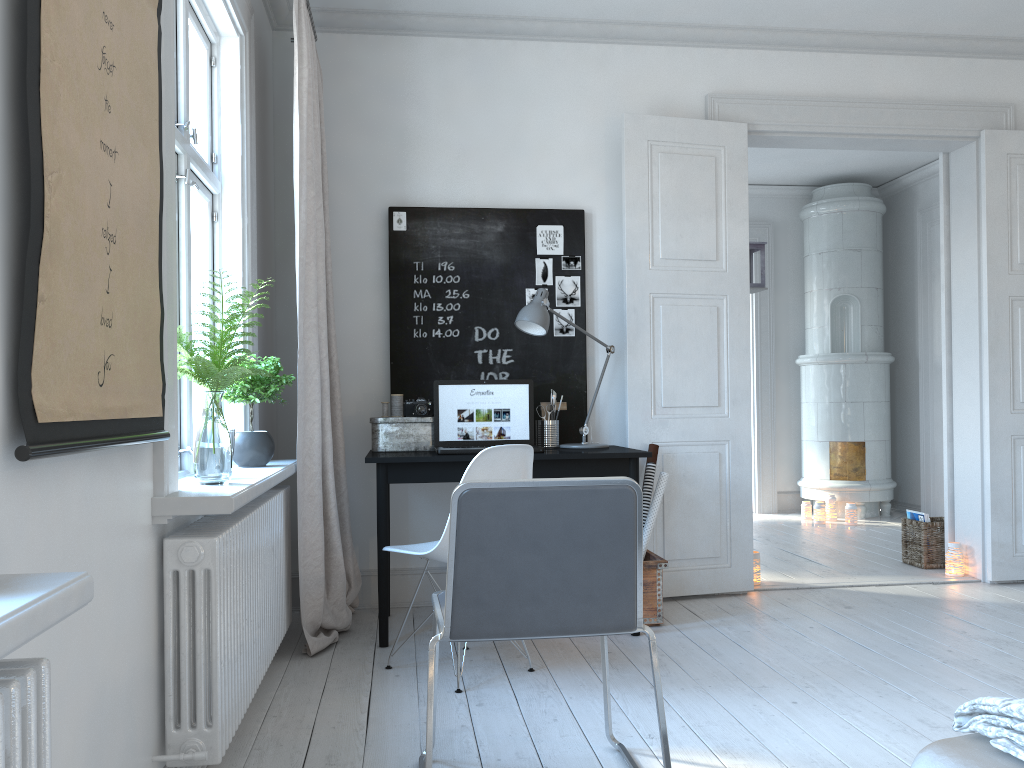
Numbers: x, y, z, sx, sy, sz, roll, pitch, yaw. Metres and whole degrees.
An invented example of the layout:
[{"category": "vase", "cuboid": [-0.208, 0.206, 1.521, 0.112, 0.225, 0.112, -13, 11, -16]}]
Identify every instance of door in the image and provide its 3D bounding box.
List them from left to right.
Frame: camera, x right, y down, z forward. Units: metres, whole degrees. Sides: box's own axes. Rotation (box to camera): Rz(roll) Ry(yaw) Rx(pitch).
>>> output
[{"category": "door", "cuboid": [1.419, -0.128, 7.668, 2.598, 2.505, 0.577, -1, 0, -7]}, {"category": "door", "cuboid": [1.796, -0.204, 4.677, 2.598, 2.505, 0.577, -1, 0, -7]}, {"category": "door", "cuboid": [3.549, -0.185, 6.415, 0.306, 2.505, 1.599, -1, -1, -7]}]

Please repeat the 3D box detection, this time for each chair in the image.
[{"category": "chair", "cuboid": [-0.176, 0.624, 3.209, 0.474, 0.824, 0.554, 0, -1, -42]}, {"category": "chair", "cuboid": [0.052, 0.610, 2.179, 0.562, 0.797, 0.525, -1, -1, -7]}]

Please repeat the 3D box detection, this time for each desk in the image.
[{"category": "desk", "cuboid": [-0.038, 0.671, 3.871, 1.159, 0.759, 0.651, -1, -1, -7]}]

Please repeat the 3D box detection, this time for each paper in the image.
[{"category": "paper", "cuboid": [0.585, 0.696, 4.039, 0.043, 0.669, 0.266, -1, -1, 38]}, {"category": "paper", "cuboid": [0.602, 0.655, 4.112, 0.048, 0.747, 0.297, -1, -1, 38]}, {"category": "paper", "cuboid": [0.593, 0.712, 3.980, 0.283, 0.626, 0.041, 0, 0, -29]}]

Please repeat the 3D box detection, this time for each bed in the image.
[{"category": "bed", "cuboid": [1.412, 0.422, 0.255, 1.888, 1.046, 2.177, -1, -1, -7]}]

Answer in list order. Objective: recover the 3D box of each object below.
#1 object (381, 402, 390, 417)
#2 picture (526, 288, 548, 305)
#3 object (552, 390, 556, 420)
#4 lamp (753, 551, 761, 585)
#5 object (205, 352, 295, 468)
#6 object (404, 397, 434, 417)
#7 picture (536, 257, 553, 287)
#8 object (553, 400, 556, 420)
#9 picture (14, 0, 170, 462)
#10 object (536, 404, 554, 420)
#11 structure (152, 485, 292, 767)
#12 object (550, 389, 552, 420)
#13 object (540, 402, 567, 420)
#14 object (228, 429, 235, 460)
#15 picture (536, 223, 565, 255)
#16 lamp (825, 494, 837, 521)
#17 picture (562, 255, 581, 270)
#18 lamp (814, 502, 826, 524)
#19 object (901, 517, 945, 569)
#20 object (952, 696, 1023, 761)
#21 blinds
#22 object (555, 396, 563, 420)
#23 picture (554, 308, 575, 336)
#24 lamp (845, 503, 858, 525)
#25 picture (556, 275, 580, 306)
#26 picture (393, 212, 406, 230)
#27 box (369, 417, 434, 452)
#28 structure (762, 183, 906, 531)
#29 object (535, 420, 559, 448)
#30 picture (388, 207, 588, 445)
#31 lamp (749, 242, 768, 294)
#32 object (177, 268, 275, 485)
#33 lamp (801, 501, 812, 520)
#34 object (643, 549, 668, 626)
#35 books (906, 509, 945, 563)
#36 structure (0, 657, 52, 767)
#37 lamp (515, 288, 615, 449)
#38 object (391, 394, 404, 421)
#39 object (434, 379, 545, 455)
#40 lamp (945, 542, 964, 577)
[{"category": "object", "cuboid": [-0.575, 0.116, 4.023, 0.040, 0.069, 0.040, -1, -1, -19]}, {"category": "picture", "cuboid": [0.121, -0.392, 4.296, 0.107, 0.150, 0.001, -1, 0, -7]}, {"category": "object", "cuboid": [0.186, 0.161, 4.108, 0.012, 0.264, 0.062, -1, 0, 35]}, {"category": "lamp", "cuboid": [1.246, 0.957, 4.612, 0.089, 0.166, 0.089, -1, -1, -15]}, {"category": "object", "cuboid": [-0.930, 0.089, 3.131, 0.272, 0.407, 0.309, -1, -1, 43]}, {"category": "object", "cuboid": [-0.410, 0.102, 3.910, 0.137, 0.087, 0.073, -1, -1, -7]}, {"category": "picture", "cuboid": [0.156, -0.544, 4.302, 0.083, 0.146, 0.002, -1, 0, -7]}, {"category": "object", "cuboid": [0.191, 0.183, 4.099, 0.009, 0.222, 0.082, -1, 0, 22]}, {"category": "picture", "cuboid": [-0.776, -0.533, 1.689, 0.057, 1.313, 0.793, -1, -1, -7]}, {"category": "object", "cuboid": [0.151, 0.192, 4.099, 0.081, 0.198, 0.050, -1, 0, 18]}, {"category": "structure", "cuboid": [-0.884, 0.657, 2.807, 0.195, 0.547, 1.506, -1, -1, -7]}, {"category": "object", "cuboid": [0.182, 0.158, 4.107, 0.008, 0.267, 0.060, -1, 0, 9]}, {"category": "object", "cuboid": [0.202, 0.189, 4.149, 0.138, 0.209, 0.034, 0, 0, -27]}, {"category": "object", "cuboid": [-0.862, 0.206, 2.598, 0.097, 0.146, 0.097, -1, -1, -2]}, {"category": "picture", "cuboid": [0.187, -0.705, 4.307, 0.147, 0.154, 0.004, -1, 0, -7]}, {"category": "lamp", "cuboid": [2.546, 0.988, 7.083, 0.098, 0.210, 0.098, -1, 0, -3]}, {"category": "picture", "cuboid": [0.290, -0.592, 4.320, 0.095, 0.071, 0.001, -1, 0, -7]}, {"category": "lamp", "cuboid": [2.406, 1.008, 6.931, 0.089, 0.166, 0.089, -1, -1, -6]}, {"category": "object", "cuboid": [2.446, 0.917, 5.142, 0.270, 0.265, 0.224, -1, -1, -7]}, {"category": "object", "cuboid": [1.314, 0.405, 1.093, 1.460, 0.104, 0.405, -1, -1, -7]}, {"category": "blinds", "cuboid": [-0.771, -0.270, 3.722, 0.225, 2.647, 0.831, -1, 0, -7]}, {"category": "object", "cuboid": [0.203, 0.173, 4.095, 0.084, 0.240, 0.009, 0, 0, -30]}, {"category": "picture", "cuboid": [0.254, -0.301, 4.312, 0.103, 0.136, 0.001, -1, 0, -7]}, {"category": "lamp", "cuboid": [2.619, 1.003, 6.843, 0.089, 0.166, 0.089, -1, -1, -8]}, {"category": "picture", "cuboid": [0.273, -0.454, 4.315, 0.121, 0.153, 0.002, -1, 0, -7]}, {"category": "picture", "cuboid": [-0.534, -0.775, 4.218, 0.061, 0.088, 0.004, -1, 0, -10]}, {"category": "box", "cuboid": [-0.479, 0.224, 3.992, 0.317, 0.152, 0.193, -1, -1, -7]}, {"category": "structure", "cuboid": [2.658, -0.233, 7.278, 0.800, 2.827, 1.248, -1, -1, 38]}, {"category": "object", "cuboid": [0.163, 0.231, 4.089, 0.108, 0.128, 0.108, -1, -1, 8]}, {"category": "picture", "cuboid": [-0.112, -0.264, 4.297, 0.953, 1.172, 0.064, -1, 0, -7]}, {"category": "lamp", "cuboid": [1.564, -1.507, 6.012, 0.228, 1.762, 0.228, -1, 0, -10]}, {"category": "object", "cuboid": [-0.836, -0.008, 2.417, 0.414, 0.564, 0.305, -1, -1, 27]}, {"category": "lamp", "cuboid": [2.378, 1.023, 7.161, 0.084, 0.146, 0.084, -1, -1, -3]}, {"category": "object", "cuboid": [0.319, 0.905, 3.914, 0.664, 0.282, 0.339, -1, -1, -7]}, {"category": "books", "cuboid": [2.432, 0.885, 5.141, 0.201, 0.300, 0.179, -1, -1, -7]}, {"category": "structure", "cuboid": [-0.580, 0.596, 0.396, 0.195, 0.547, 1.506, -1, -1, -7]}, {"category": "lamp", "cuboid": [0.254, -0.063, 4.036, 0.617, 0.716, 0.230, 0, -1, -36]}, {"category": "object", "cuboid": [-0.512, 0.110, 3.965, 0.056, 0.130, 0.167, -1, -1, -9]}, {"category": "object", "cuboid": [-0.105, 0.135, 3.780, 0.445, 0.315, 0.325, -1, -1, -7]}, {"category": "lamp", "cuboid": [2.378, 0.943, 4.766, 0.093, 0.179, 0.093, 0, -1, -24]}]
